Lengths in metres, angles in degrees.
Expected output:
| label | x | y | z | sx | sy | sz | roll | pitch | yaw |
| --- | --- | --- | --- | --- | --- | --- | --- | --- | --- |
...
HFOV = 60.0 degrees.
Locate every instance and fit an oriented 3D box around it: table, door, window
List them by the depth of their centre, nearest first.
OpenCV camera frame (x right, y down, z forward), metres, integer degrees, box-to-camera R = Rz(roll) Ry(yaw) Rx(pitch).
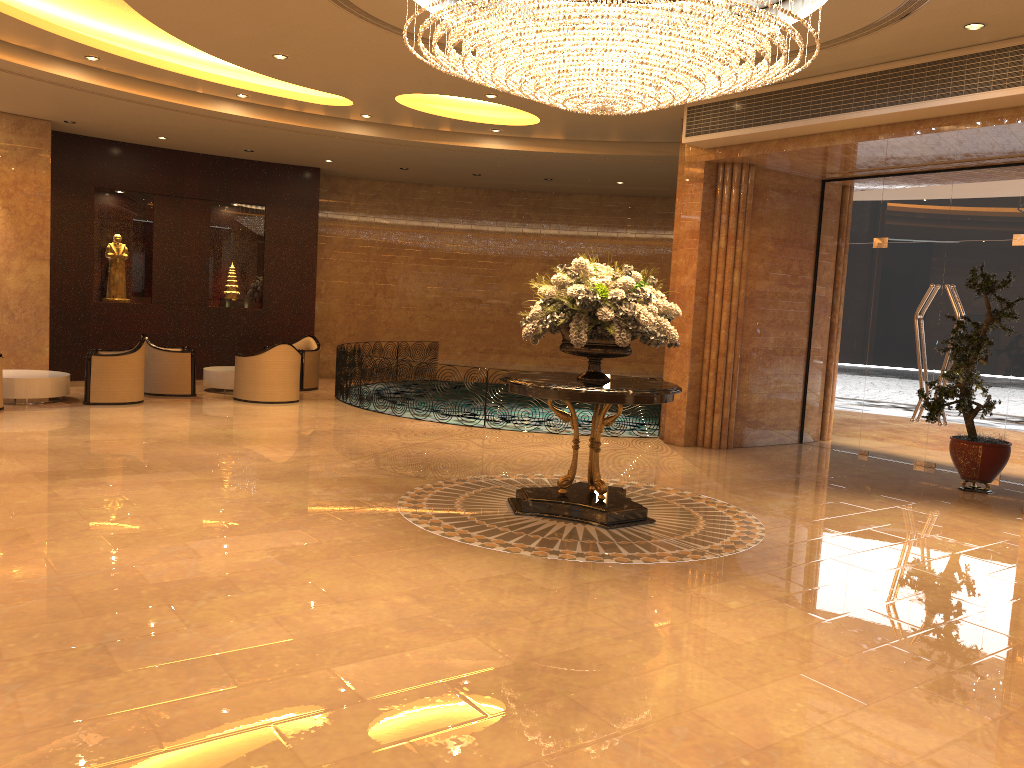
| label | x | y | z | sx | sy | sz | roll | pitch | yaw |
| --- | --- | --- | --- | --- | --- | --- | --- | --- | --- |
| table | 0.614 | 0.505 | 7.342 | 1.493 | 1.089 | 1.493 | -2 | 7 | -43 |
| window | 5.092 | -0.751 | 10.570 | 0.047 | 3.571 | 3.515 | -1 | 6 | -37 |
| door | 5.072 | -0.376 | 10.604 | 0.195 | 2.758 | 1.880 | -1 | 6 | -37 |
| table | -6.672 | 0.036 | 12.048 | 1.196 | 0.354 | 1.196 | 2 | 5 | -10 |
| table | -4.426 | -0.061 | 14.523 | 1.196 | 0.354 | 1.196 | 2 | 5 | -10 |

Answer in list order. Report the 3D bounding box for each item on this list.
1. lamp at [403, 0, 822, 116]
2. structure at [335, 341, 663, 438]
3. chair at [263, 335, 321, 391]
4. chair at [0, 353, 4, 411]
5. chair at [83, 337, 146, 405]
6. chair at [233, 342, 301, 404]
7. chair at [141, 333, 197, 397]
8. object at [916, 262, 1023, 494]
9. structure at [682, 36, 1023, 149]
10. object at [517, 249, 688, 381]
| label | x | y | z | sx | sy | sz | roll | pitch | yaw |
| --- | --- | --- | --- | --- | --- | --- | --- | --- | --- |
| lamp | 0.756 | -2.765 | 7.010 | 3.206 | 1.196 | 3.204 | 3 | 5 | 0 |
| structure | -1.018 | -0.026 | 14.786 | 3.815 | 0.995 | 7.624 | 2 | 5 | -19 |
| chair | -3.782 | -0.394 | 15.495 | 0.951 | 0.916 | 0.769 | 6 | 6 | 28 |
| chair | -6.761 | -0.128 | 10.694 | 0.951 | 0.916 | 0.769 | 3 | 5 | -2 |
| chair | -5.535 | -0.212 | 12.389 | 0.769 | 0.916 | 0.951 | 1 | 6 | -22 |
| chair | -3.636 | -0.197 | 13.416 | 0.951 | 0.916 | 0.769 | -1 | 7 | -42 |
| chair | -5.293 | -0.311 | 13.631 | 0.769 | 0.916 | 0.951 | 1 | 6 | -27 |
| object | 4.795 | -0.068 | 9.248 | 0.843 | 2.363 | 1.250 | 7 | 6 | 33 |
| structure | 3.439 | -2.893 | 9.047 | 0.425 | 0.483 | 4.113 | -1 | 6 | -37 |
| object | 0.706 | -0.529 | 7.236 | 1.277 | 0.999 | 1.318 | 3 | 5 | -6 |
